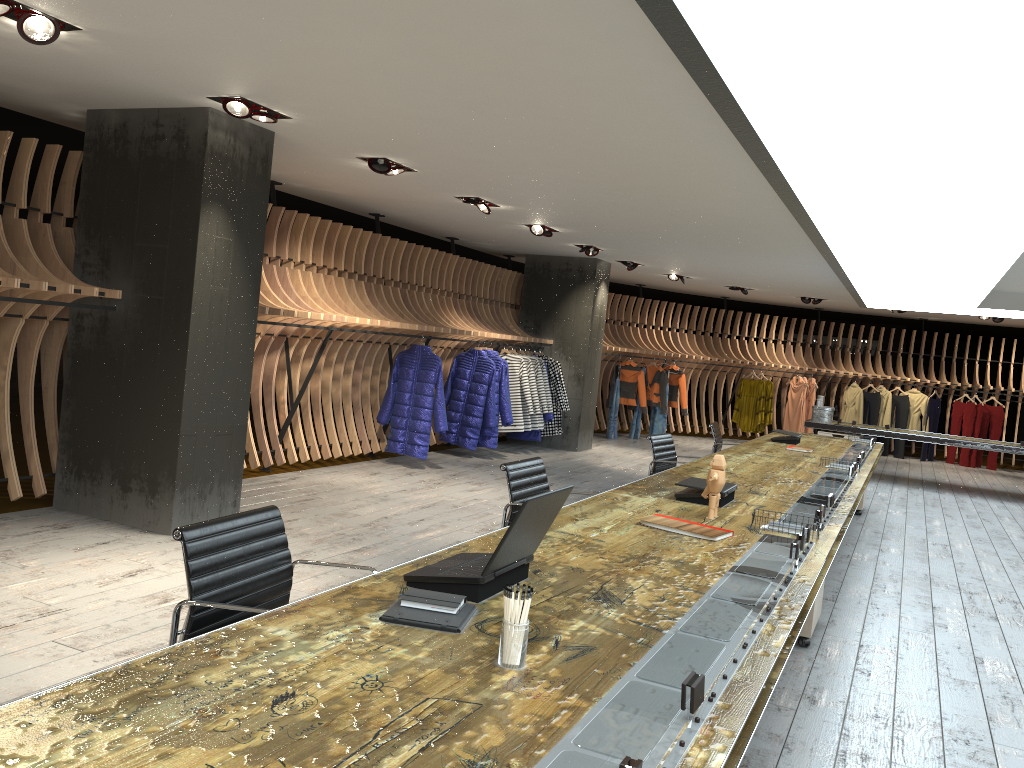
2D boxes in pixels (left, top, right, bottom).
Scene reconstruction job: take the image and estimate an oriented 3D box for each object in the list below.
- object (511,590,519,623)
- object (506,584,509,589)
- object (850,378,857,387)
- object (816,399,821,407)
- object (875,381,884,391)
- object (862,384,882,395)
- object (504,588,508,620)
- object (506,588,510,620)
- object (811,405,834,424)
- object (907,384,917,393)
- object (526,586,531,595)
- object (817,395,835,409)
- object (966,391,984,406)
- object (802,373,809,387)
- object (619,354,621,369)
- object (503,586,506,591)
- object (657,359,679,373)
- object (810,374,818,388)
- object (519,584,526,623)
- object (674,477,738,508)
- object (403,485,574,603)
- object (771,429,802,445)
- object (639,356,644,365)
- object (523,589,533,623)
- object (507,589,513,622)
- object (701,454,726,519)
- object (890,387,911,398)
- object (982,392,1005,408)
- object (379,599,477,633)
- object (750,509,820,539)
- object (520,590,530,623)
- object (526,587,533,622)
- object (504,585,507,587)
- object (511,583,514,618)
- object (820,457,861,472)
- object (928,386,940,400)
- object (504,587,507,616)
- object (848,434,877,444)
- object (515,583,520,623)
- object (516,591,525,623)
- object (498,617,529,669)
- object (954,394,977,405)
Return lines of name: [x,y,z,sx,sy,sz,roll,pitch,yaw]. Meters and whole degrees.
object: [0.000,0.549,2.009,0.007,0.170,0.030,5,2,-19]
object: [-0.007,0.546,2.045,0.030,0.170,0.007,6,2,11]
object: [6.635,0.021,17.168,0.012,0.270,0.525,6,3,-11]
object: [4.552,0.281,13.180,0.062,0.109,0.062,6,2,-10]
object: [7.141,0.073,17.152,0.012,0.270,0.526,5,3,-21]
object: [6.943,0.052,17.155,0.012,0.270,0.526,5,3,-31]
object: [-0.014,0.546,2.023,0.007,0.170,0.030,7,2,35]
object: [-0.011,0.547,2.018,0.007,0.170,0.030,7,2,20]
object: [4.652,0.460,13.286,0.303,0.239,0.497,7,3,25]
object: [7.748,0.138,17.072,0.012,0.270,0.526,4,3,-41]
object: [0.026,0.550,2.038,0.007,0.170,0.030,7,2,28]
object: [4.682,0.286,13.215,0.263,0.204,0.088,7,2,23]
object: [8.782,0.258,16.797,0.012,0.270,0.525,6,3,-6]
object: [5.617,-0.084,17.101,0.012,0.270,0.525,6,3,-6]
object: [1.836,-0.385,15.087,0.023,0.243,0.549,6,3,6]
object: [-0.014,0.546,2.033,0.030,0.170,0.007,5,2,-28]
object: [2.726,-0.333,15.887,0.549,0.243,0.023,6,2,1]
object: [5.779,-0.067,17.108,0.012,0.270,0.525,6,3,-11]
object: [0.020,0.549,2.046,0.007,0.170,0.030,6,2,1]
object: [1.033,0.573,4.712,0.263,0.088,0.373,7,3,24]
object: [-0.063,0.447,2.648,0.365,0.316,0.373,7,3,24]
object: [2.770,0.534,8.940,0.261,0.111,0.373,7,3,24]
object: [2.269,-0.362,15.510,0.023,0.243,0.549,7,3,21]
object: [0.026,0.551,2.019,0.030,0.170,0.007,6,2,-9]
object: [-0.009,0.547,2.014,0.007,0.170,0.030,6,2,8]
object: [0.954,0.486,4.158,0.097,0.300,0.320,6,2,8]
object: [7.442,0.106,17.106,0.012,0.270,0.526,4,3,-41]
object: [9.050,0.290,16.695,0.012,0.270,0.526,5,3,-26]
object: [-0.215,0.597,2.320,0.213,0.019,0.219,6,3,9]
object: [1.252,0.643,4.055,0.302,0.074,0.217,7,3,19]
object: [0.019,0.550,2.012,0.030,0.170,0.007,6,2,18]
object: [0.028,0.550,2.029,0.030,0.170,0.007,5,2,-36]
object: [-0.013,0.546,2.037,0.030,0.170,0.007,5,2,-16]
object: [0.001,0.547,2.050,0.030,0.170,0.007,7,2,37]
object: [2.584,0.635,6.985,0.302,0.071,0.209,7,3,19]
object: [8.117,0.177,16.993,0.525,0.270,0.012,4,3,-41]
object: [-0.015,0.546,2.027,0.030,0.170,0.007,4,2,-43]
object: [3.975,0.629,10.064,0.302,0.074,0.217,7,3,19]
object: [0.011,0.548,2.050,0.007,0.170,0.030,5,2,-26]
object: [0.010,0.550,2.008,0.030,0.170,0.007,8,3,45]
object: [0.004,0.593,2.030,0.061,0.111,0.062,5,2,-32]
object: [8.627,0.239,16.853,0.012,0.270,0.526,5,3,-21]
